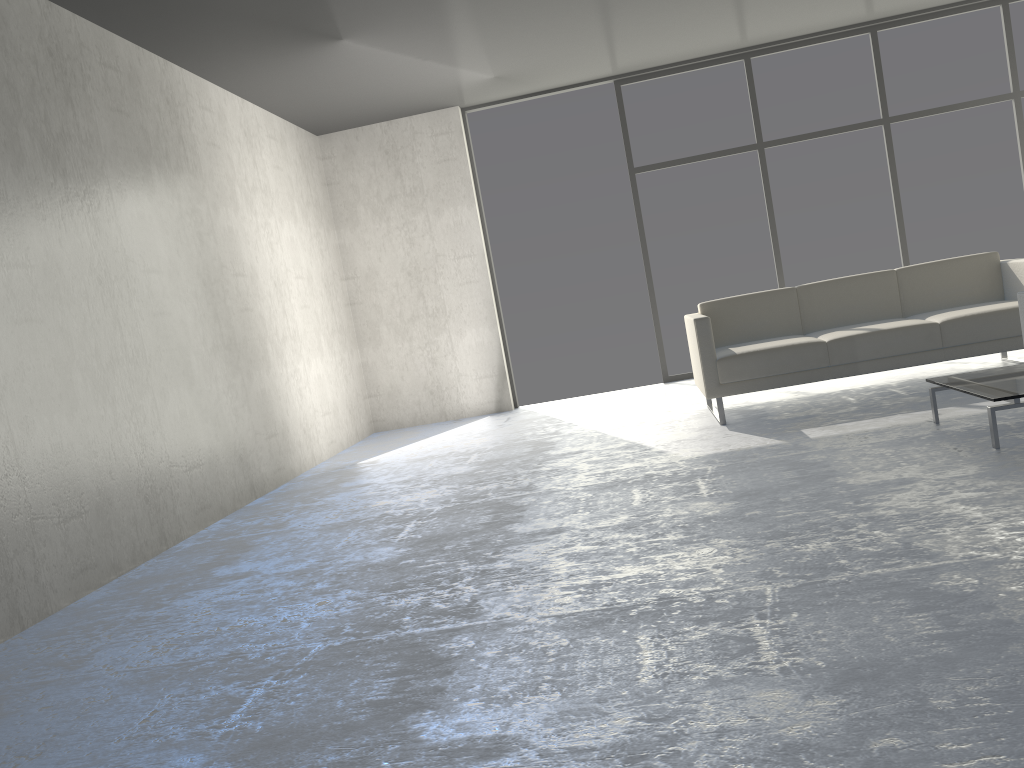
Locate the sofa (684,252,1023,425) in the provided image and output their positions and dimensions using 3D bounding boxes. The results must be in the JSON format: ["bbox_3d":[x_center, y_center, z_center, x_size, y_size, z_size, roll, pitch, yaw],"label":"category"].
[{"bbox_3d":[1.982,-0.283,5.009,1.881,0.658,0.821,-10,5,8],"label":"sofa"}]

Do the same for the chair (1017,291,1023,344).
[{"bbox_3d":[1.862,-0.037,2.224,0.748,0.662,0.821,-10,5,8],"label":"chair"}]

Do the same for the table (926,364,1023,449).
[{"bbox_3d":[2.164,0.046,3.493,0.773,0.190,0.730,-10,5,8],"label":"table"}]

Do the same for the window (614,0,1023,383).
[{"bbox_3d":[3.025,-1.554,6.939,4.080,2.477,0.037,-10,5,8],"label":"window"}]
